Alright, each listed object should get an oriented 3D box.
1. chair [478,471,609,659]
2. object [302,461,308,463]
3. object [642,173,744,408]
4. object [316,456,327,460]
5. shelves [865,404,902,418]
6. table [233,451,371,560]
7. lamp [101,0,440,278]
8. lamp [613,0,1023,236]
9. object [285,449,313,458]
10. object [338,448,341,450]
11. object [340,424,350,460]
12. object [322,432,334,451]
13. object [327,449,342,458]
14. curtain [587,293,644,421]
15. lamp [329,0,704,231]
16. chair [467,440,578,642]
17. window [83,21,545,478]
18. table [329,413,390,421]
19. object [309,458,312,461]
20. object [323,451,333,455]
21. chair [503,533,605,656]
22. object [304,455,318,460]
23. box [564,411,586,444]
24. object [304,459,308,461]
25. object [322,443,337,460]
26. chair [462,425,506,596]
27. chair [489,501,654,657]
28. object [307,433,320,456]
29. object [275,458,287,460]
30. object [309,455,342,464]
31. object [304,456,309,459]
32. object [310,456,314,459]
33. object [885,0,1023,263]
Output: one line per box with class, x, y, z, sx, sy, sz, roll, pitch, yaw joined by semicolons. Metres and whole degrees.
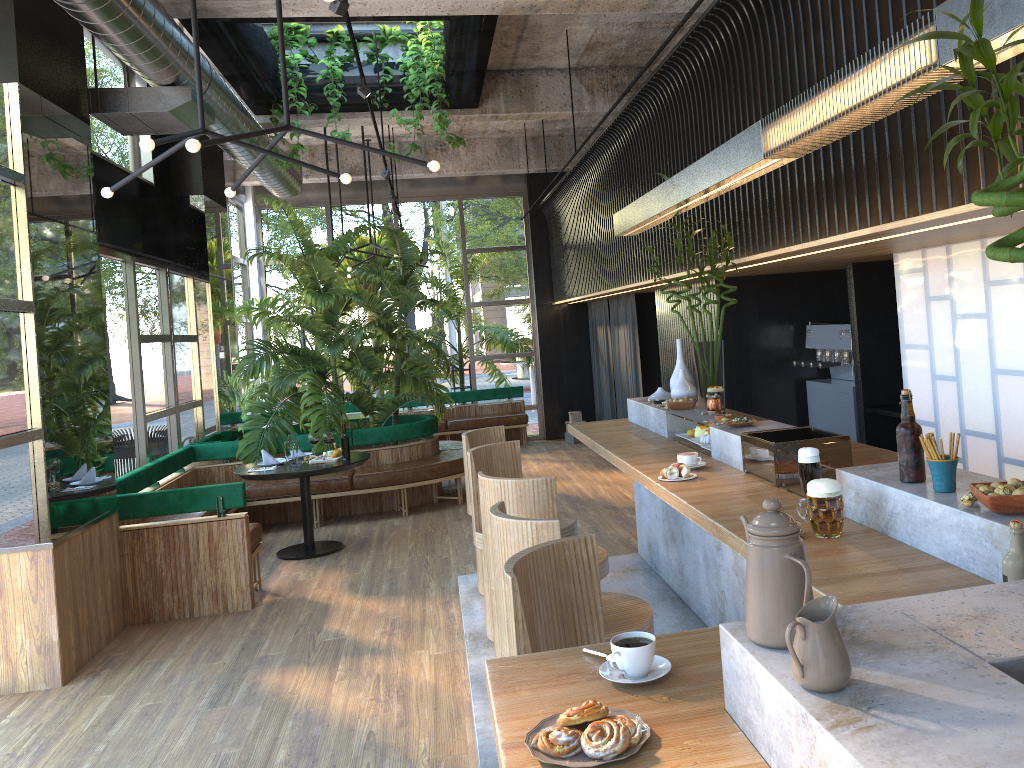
chair;0.159;0.855;3.944;0.534;0.968;0.561;-4;1;16
object;-1.725;0.649;7.403;0.063;0.013;0.145;-5;4;-11
object;1.139;-0.509;5.378;0.645;1.547;0.610;-4;0;31
object;-1.602;0.615;7.477;0.103;0.013;0.220;-4;4;-1
shelves;2.899;0.188;6.157;0.532;0.035;0.856;-5;4;-7
table;-1.721;1.029;7.442;1.156;0.749;1.046;-6;3;-39
lamp;0.325;-2.044;3.746;5.167;1.820;18.650;-5;4;-5
lamp;2.229;-2.003;3.119;5.095;2.129;6.602;-5;3;-13
object;-1.871;0.578;7.786;0.242;0.139;0.224;-6;3;-24
object;-1.488;0.582;7.697;0.059;0.072;0.206;-5;3;-15
object;-1.389;0.481;7.384;0.067;0.299;0.069;-4;0;9
object;-1.592;0.525;7.714;0.106;0.200;0.099;-5;0;-19
object;-1.500;0.581;7.495;0.100;0.064;0.162;-6;4;-37
curtain;1.348;-0.151;11.791;0.123;2.055;3.230;-4;3;-5
lamp;-1.080;-2.359;7.785;3.858;1.528;9.876;-5;4;-8
chair;0.074;0.813;4.679;0.573;0.968;0.522;-5;1;-33
window;-0.947;-1.637;3.263;4.206;6.482;20.090;-4;3;-5
table;-2.080;0.804;11.322;1.148;0.750;1.054;-6;3;-28
object;-1.693;0.635;7.450;0.032;0.031;0.040;-4;2;18
object;-1.537;0.591;7.590;0.194;0.038;0.063;-3;3;25
chair;0.287;0.947;2.383;0.521;0.968;0.574;-4;1;39
object;-1.711;0.627;7.601;0.098;0.028;0.129;-4;4;8
box;0.931;0.623;12.873;0.342;0.441;0.272;-5;1;-19
object;-1.738;0.641;7.504;0.033;0.019;0.038;-4;3;5
object;-1.522;0.559;7.401;0.145;0.123;0.096;-5;1;-27
chair;0.002;0.767;5.475;0.546;0.968;0.549;-4;1;2
chair;0.230;0.901;3.142;0.520;0.968;0.575;-4;1;43
object;-1.725;0.534;7.732;0.106;0.200;0.099;-5;0;-19
object;-2.032;0.652;7.681;0.243;0.019;0.166;-1;5;42
object;-1.544;0.626;7.491;0.239;0.019;0.354;-4;4;3
object;-1.766;0.633;7.618;0.024;0.025;0.047;-4;3;12
object;-1.700;0.629;7.539;0.033;0.032;0.037;-5;2;-10
object;0.878;-0.219;1.232;0.679;1.547;0.581;-4;0;-3
